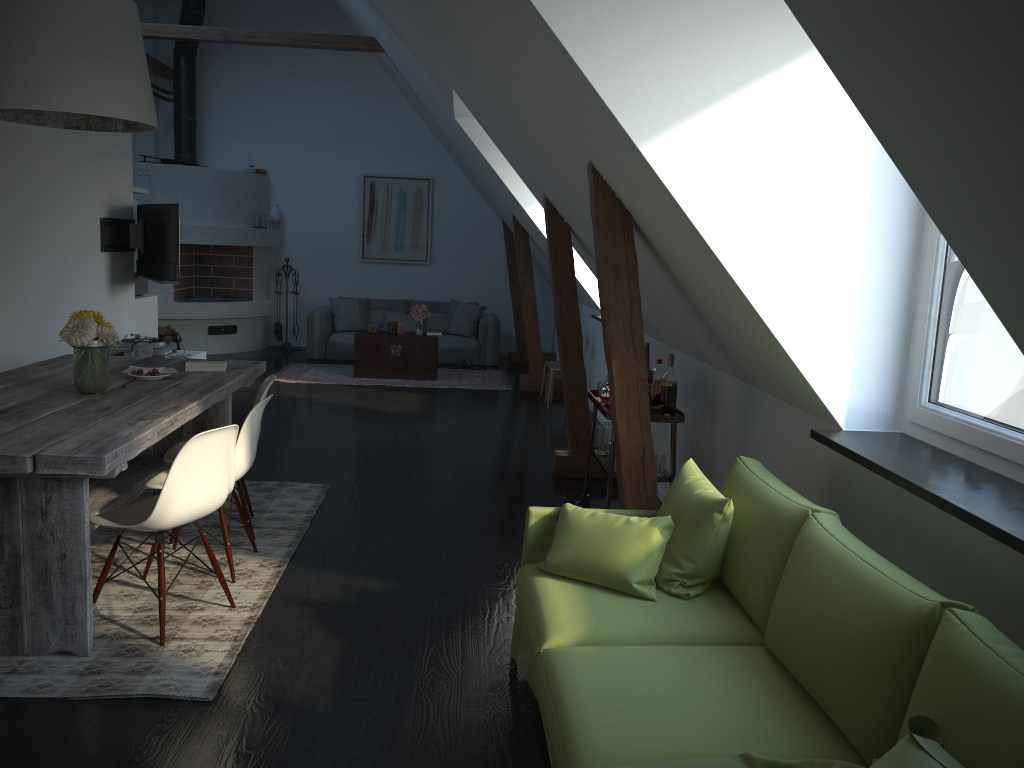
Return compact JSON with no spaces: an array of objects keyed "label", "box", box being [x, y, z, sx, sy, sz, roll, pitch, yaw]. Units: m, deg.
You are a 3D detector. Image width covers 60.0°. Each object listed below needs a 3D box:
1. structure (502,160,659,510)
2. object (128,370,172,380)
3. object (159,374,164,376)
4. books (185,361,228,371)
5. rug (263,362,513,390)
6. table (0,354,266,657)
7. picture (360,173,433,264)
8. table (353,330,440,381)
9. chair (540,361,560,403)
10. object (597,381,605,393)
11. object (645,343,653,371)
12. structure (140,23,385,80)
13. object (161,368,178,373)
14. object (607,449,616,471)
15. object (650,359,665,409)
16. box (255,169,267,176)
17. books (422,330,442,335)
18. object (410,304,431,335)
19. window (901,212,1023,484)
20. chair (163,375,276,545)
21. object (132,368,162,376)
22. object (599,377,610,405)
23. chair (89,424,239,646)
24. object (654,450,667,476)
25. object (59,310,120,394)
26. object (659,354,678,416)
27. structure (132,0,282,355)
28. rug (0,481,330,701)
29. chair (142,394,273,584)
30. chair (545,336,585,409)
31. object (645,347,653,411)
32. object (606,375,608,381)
[{"label":"structure","box":[0.669,-0.292,5.637,1.023,1.963,12.350,2,9,-4]},{"label":"object","box":[-1.795,-0.042,4.398,0.205,0.024,0.205,1,9,-11]},{"label":"object","box":[-1.778,-0.046,4.400,0.110,0.011,0.058,3,9,0]},{"label":"books","box":[-1.653,-0.107,4.807,0.202,0.042,0.251,0,9,-15]},{"label":"rug","box":[-1.342,-0.095,10.082,2.647,0.029,1.512,2,9,-3]},{"label":"table","box":[-1.957,0.412,4.038,1.141,0.788,2.421,2,9,-4]},{"label":"picture","box":[-1.593,-2.264,12.176,0.965,1.185,0.025,2,9,-4]},{"label":"table","box":[-1.301,-0.327,10.026,0.962,0.492,0.471,2,9,-4]},{"label":"chair","box":[0.508,-0.181,8.947,0.342,0.696,0.329,-1,9,-20]},{"label":"object","box":[0.577,0.044,4.814,0.245,0.092,0.151,7,10,25]},{"label":"object","box":[0.729,-0.066,4.832,0.073,0.320,0.073,1,9,-13]},{"label":"structure","box":[-4.358,-3.494,6.548,10.230,3.562,15.910,3,9,2]},{"label":"object","box":[-1.825,-0.067,4.575,0.182,0.014,0.185,-2,10,-29]},{"label":"object","box":[0.531,0.392,4.544,0.092,0.099,0.092,-2,10,-26]},{"label":"object","box":[0.763,-0.002,4.637,0.067,0.257,0.099,3,9,1]},{"label":"box","box":[-3.427,-2.845,11.910,0.229,0.078,0.127,2,9,-4]},{"label":"books","box":[-0.927,-0.583,10.098,0.179,0.034,0.243,-1,10,-25]},{"label":"object","box":[-1.042,-0.730,9.983,0.234,0.351,0.235,-6,12,-43]},{"label":"window","box":[-1.633,-2.434,5.015,5.959,4.249,8.018,2,9,-4]},{"label":"chair","box":[-1.480,0.355,4.508,0.542,0.801,0.465,0,9,-17]},{"label":"object","box":[-1.807,-0.053,4.385,0.132,0.034,0.144,-3,10,-31]},{"label":"object","box":[0.522,-0.036,4.665,0.114,0.292,0.114,-3,10,-31]},{"label":"chair","box":[-1.332,0.528,3.431,0.542,0.801,0.465,6,9,22]},{"label":"object","box":[0.731,0.402,4.471,0.095,0.119,0.095,-5,12,-41]},{"label":"object","box":[-1.861,-0.144,3.906,0.233,0.365,0.293,-3,10,-32]},{"label":"object","box":[0.790,0.003,4.446,0.081,0.308,0.081,1,9,-12]},{"label":"structure","box":[-4.641,-2.876,11.829,3.058,4.752,3.049,3,9,5]},{"label":"rug","box":[-1.988,0.789,4.115,1.898,0.022,2.677,2,9,-4]},{"label":"chair","box":[-1.361,0.439,4.001,0.542,0.801,0.465,2,9,-3]},{"label":"chair","box":[0.511,-0.119,8.548,0.342,0.696,0.329,2,9,-2]},{"label":"object","box":[0.681,-0.027,4.528,0.080,0.329,0.080,1,9,-13]},{"label":"object","box":[0.577,-0.036,4.961,0.087,0.206,0.087,6,9,21]}]
